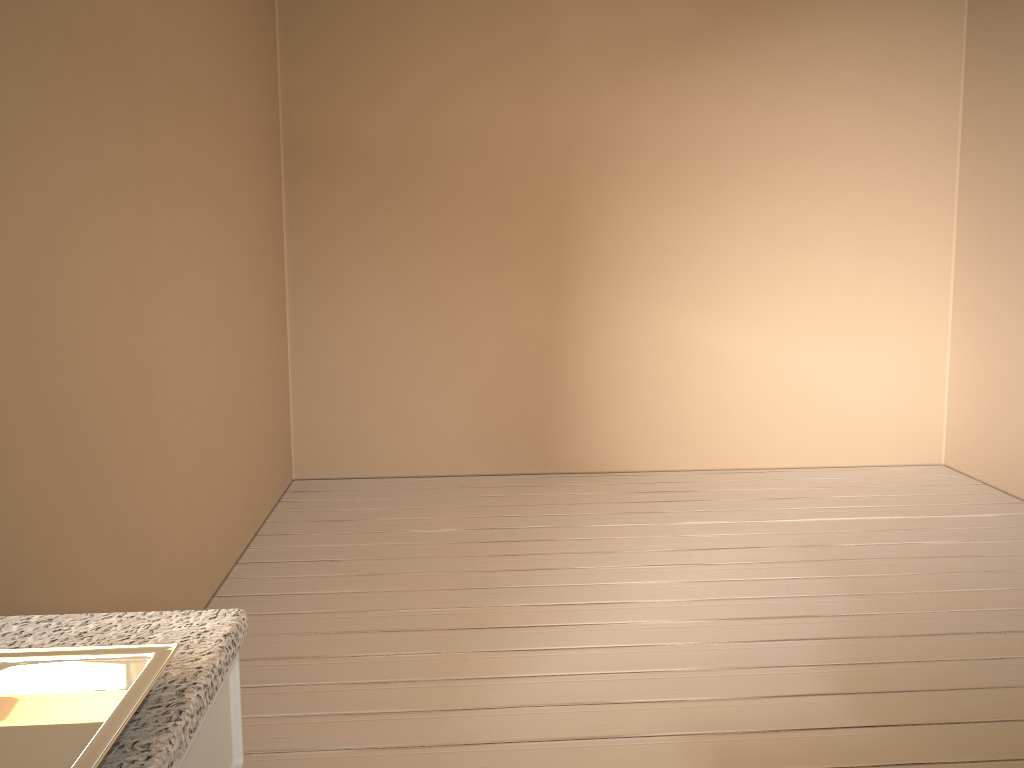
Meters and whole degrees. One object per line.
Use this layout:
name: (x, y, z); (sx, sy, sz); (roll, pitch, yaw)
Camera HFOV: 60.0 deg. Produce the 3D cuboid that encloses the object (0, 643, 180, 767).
object: (-0.389, 0.262, 0.488); (0.274, 0.034, 0.448); (-1, 9, -4)
